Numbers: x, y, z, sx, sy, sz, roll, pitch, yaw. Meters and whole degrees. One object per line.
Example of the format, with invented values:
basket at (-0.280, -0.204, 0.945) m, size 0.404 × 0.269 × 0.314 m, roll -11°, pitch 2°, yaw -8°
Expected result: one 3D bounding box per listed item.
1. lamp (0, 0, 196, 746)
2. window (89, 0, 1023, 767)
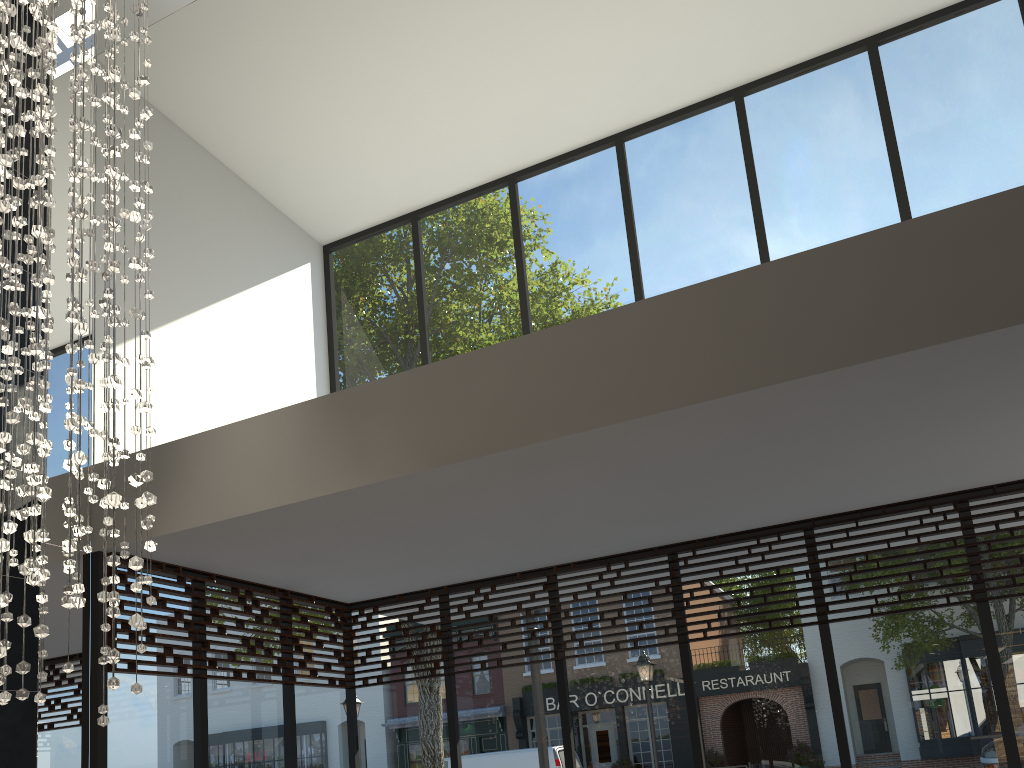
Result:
lamp at (-6.529, -44.231, 4.998) m, size 407.168 × 107.238 × 419.029 m, roll 14°, pitch -30°, yaw -38°
window at (0.972, 0.406, 4.577) m, size 6.259 × 5.658 × 2.448 m, roll -13°, pitch -16°, yaw 23°
